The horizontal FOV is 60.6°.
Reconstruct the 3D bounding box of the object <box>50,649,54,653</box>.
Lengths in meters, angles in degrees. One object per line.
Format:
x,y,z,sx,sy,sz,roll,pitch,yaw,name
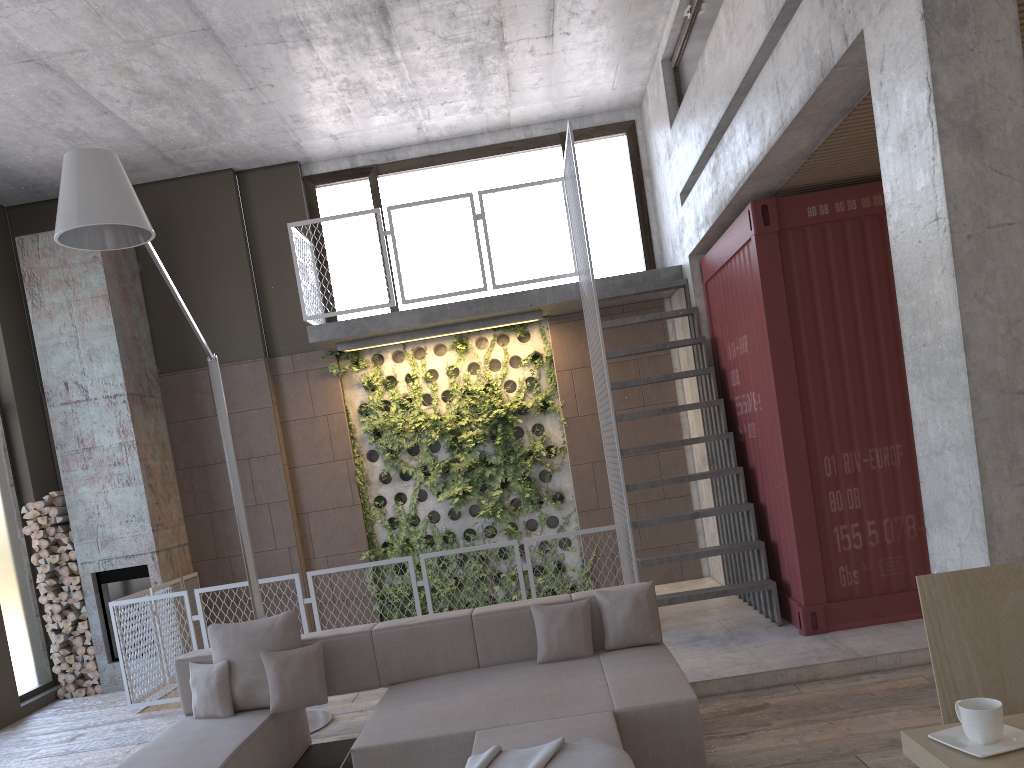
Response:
-4.587,2.670,8.985,0.067,0.071,0.423,-9,-4,2,object

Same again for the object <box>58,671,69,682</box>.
-4.514,2.961,8.969,0.101,0.103,0.292,-9,-4,2,object

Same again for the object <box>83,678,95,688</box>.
-4.248,3.030,9.012,0.115,0.079,0.435,-9,-4,0,object

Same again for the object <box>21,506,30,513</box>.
-4.796,1.252,8.832,0.067,0.069,0.423,-9,-4,0,object

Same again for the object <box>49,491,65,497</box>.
-4.548,1.109,8.864,0.087,0.056,0.332,-9,-4,0,object

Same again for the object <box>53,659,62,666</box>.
-4.541,2.805,8.978,0.067,0.085,0.424,-9,-4,3,object

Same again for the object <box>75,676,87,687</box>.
-4.350,3.035,9.026,0.101,0.087,0.363,-9,-4,0,object

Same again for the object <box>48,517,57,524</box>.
-4.530,1.363,8.845,0.067,0.066,0.423,-9,-4,0,object

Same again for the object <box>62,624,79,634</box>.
-4.420,2.465,8.934,0.115,0.079,0.435,-9,-4,0,object

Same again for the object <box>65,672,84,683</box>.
-4.420,2.952,8.922,0.098,0.107,0.294,-9,-4,2,object

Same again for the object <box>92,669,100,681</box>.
-4.148,2.920,8.944,0.064,0.125,0.363,-9,-4,2,object

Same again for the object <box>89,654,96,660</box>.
-4.193,2.739,8.861,0.063,0.048,0.250,-9,-4,0,object

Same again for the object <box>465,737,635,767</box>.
0.021,1.702,3.015,1.052,0.504,1.585,-10,-4,20,object

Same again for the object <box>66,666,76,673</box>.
-4.426,2.879,8.947,0.089,0.057,0.332,-9,-4,0,object

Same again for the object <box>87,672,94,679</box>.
-4.215,2.941,8.979,0.066,0.085,0.425,-9,-4,-2,object

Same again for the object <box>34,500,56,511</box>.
-4.647,1.214,8.771,0.104,0.103,0.292,-9,-4,0,object

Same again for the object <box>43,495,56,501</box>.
-4.604,1.154,8.843,0.065,0.073,0.359,-9,-4,-1,object

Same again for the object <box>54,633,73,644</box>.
-4.475,2.546,8.918,0.093,0.084,0.479,-9,-4,0,object

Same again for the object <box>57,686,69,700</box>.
-4.526,3.124,8.969,0.064,0.125,0.364,-9,-4,-1,object

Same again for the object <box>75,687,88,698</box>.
-4.303,3.111,8.996,0.093,0.084,0.479,-9,-4,0,object

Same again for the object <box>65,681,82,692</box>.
-4.425,3.060,9.004,0.092,0.093,0.437,-9,-4,0,object

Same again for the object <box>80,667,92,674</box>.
-4.261,2.881,8.965,0.122,0.068,0.363,-9,-4,2,object

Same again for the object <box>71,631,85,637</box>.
-4.351,2.507,8.918,0.089,0.057,0.332,-9,-4,2,object

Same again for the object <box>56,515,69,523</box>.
-4.450,1.349,8.842,0.066,0.067,0.423,-9,-4,0,object

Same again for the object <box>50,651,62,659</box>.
-4.567,2.734,8.962,0.122,0.068,0.363,-9,-4,0,object

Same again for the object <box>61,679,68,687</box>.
-4.491,3.000,8.888,0.045,0.073,0.251,-9,-4,0,object

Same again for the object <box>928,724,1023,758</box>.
1.109,0.833,2.056,0.184,0.014,0.186,-8,-5,-12,object

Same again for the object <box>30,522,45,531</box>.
-4.686,1.422,8.836,0.091,0.089,0.455,-9,-4,0,object

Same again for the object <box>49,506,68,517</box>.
-4.503,1.277,8.831,0.093,0.093,0.437,-9,-4,0,object

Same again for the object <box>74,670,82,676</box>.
-4.359,2.910,8.973,0.064,0.074,0.359,-9,-4,-1,object

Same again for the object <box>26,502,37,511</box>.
-4.736,1.229,8.858,0.091,0.090,0.455,-9,-4,-1,object

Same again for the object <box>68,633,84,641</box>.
-4.404,2.558,8.949,0.064,0.074,0.359,-9,-4,3,object

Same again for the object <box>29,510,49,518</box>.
-4.682,1.292,8.822,0.113,0.080,0.435,-9,-4,0,object

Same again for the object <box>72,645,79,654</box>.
-4.373,2.678,9.001,0.101,0.087,0.362,-9,-4,2,object

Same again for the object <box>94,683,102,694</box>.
-4.135,3.077,9.004,0.091,0.092,0.437,-9,-4,0,object

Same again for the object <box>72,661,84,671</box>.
-4.334,2.835,8.961,0.091,0.089,0.455,-9,-4,-1,object

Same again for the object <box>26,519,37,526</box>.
-4.754,1.391,8.857,0.066,0.086,0.425,-9,-4,-1,object

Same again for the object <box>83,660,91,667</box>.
-4.266,2.816,8.987,0.067,0.071,0.423,-9,-4,0,object

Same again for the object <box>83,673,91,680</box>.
-4.301,2.970,9.054,0.104,0.102,0.292,-9,-4,0,object

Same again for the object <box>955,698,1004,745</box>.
1.093,0.794,2.062,0.092,0.088,0.118,-8,-2,-45,object

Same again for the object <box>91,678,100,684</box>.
-4.176,2.992,8.989,0.071,0.073,0.423,-9,-4,0,object

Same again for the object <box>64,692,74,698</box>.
-4.457,3.144,9.004,0.067,0.067,0.423,-9,-4,0,object

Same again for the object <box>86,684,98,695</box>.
-4.220,3.099,9.012,0.091,0.089,0.455,-9,-4,0,object

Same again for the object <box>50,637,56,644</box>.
-4.549,2.568,8.923,0.067,0.067,0.423,-9,-4,0,object

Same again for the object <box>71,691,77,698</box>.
-4.376,3.133,9.001,0.067,0.067,0.423,-9,-4,0,object

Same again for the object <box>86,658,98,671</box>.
-4.189,2.814,8.867,0.101,0.103,0.292,-9,-4,0,object

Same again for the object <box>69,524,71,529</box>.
-4.398,1.435,8.953,0.100,0.102,0.292,-9,-4,2,object

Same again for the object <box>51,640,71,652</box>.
-4.532,2.639,8.952,0.091,0.089,0.455,-9,-4,3,object

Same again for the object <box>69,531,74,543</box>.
-4.366,1.530,8.889,0.063,0.126,0.364,-9,-4,-1,object

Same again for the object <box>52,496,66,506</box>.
-4.534,1.187,8.900,0.099,0.108,0.294,-9,-4,2,object

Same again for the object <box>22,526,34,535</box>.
-4.769,1.461,8.845,0.091,0.092,0.437,-9,-4,0,object
